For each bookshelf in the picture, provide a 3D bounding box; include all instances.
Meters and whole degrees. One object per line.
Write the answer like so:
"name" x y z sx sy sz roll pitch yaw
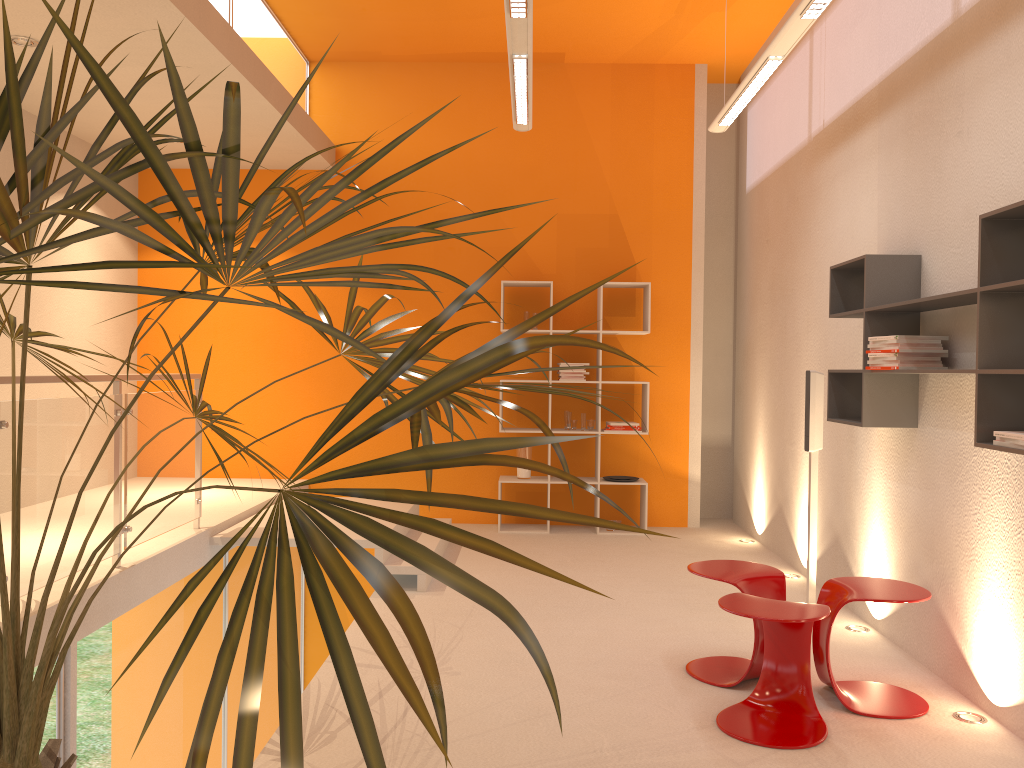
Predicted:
"bookshelf" 1.676 0.501 2.866 0.322 2.145 3.370 1 1 3
"bookshelf" 1.289 1.514 6.282 1.107 4.600 3.516 0 1 -41

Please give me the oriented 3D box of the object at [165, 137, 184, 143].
"object" -2.465 -1.806 6.492 0.143 0.059 0.143 0 1 -27

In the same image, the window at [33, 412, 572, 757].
"window" -1.132 0.949 4.199 0.908 1.393 6.719 1 1 21

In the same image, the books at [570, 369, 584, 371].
"books" 0.484 -0.116 7.161 0.190 0.011 0.268 1 1 3

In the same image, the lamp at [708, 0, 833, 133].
"lamp" 1.269 -2.075 3.993 0.120 1.052 3.195 1 1 1

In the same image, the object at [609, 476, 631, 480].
"object" 0.876 0.766 7.166 0.178 0.020 0.178 1 1 18

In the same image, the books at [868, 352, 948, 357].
"books" 1.705 -0.124 3.825 0.230 0.017 0.227 1 1 -9

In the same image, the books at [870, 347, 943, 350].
"books" 1.696 -0.151 3.826 0.190 0.011 0.268 1 1 -2

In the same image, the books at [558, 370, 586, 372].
"books" 0.483 -0.104 7.157 0.210 0.013 0.296 1 1 1

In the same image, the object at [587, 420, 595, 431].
"object" 1.337 2.110 3.427 0.190 3.502 7.694 1 1 -10

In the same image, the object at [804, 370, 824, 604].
"object" 1.647 0.582 4.897 0.116 1.317 0.111 1 1 -2

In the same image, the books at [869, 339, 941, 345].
"books" 1.692 -0.179 3.827 0.190 0.015 0.254 1 1 -2

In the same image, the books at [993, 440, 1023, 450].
"books" 1.685 0.197 2.810 0.190 0.015 0.254 1 1 2

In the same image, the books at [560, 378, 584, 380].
"books" 0.483 -0.044 7.162 0.190 0.011 0.268 1 1 3

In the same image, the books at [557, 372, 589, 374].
"books" 0.492 -0.089 7.160 0.230 0.017 0.227 1 1 -4

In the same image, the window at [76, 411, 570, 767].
"window" -1.119 2.521 5.749 0.993 4.599 4.234 1 1 33

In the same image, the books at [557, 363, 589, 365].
"books" 0.493 -0.160 7.159 0.230 0.017 0.227 1 1 -4

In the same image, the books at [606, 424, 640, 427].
"books" 0.887 0.333 7.115 0.254 0.015 0.190 1 1 3

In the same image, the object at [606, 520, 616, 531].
"object" 1.353 2.539 1.969 0.129 2.692 10.507 1 1 -6

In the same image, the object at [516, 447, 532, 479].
"object" 0.098 0.623 7.188 0.129 0.291 0.129 1 1 29

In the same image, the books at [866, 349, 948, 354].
"books" 1.696 -0.139 3.822 0.210 0.013 0.297 1 1 -4

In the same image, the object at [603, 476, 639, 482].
"object" 0.880 0.769 7.163 0.294 0.020 0.294 2 1 41

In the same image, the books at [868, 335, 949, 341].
"books" 1.706 -0.195 3.824 0.230 0.017 0.227 1 1 -9

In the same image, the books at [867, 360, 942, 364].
"books" 1.693 -0.093 3.836 0.190 0.015 0.254 1 1 -8

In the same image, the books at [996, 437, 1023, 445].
"books" 1.682 0.182 2.803 0.190 0.015 0.254 1 1 8

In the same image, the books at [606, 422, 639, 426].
"books" 0.883 0.317 7.101 0.227 0.017 0.230 1 1 -4

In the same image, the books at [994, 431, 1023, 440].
"books" 1.695 0.166 2.798 0.230 0.017 0.227 1 1 1

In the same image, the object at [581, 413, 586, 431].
"object" -1.033 2.571 3.804 0.870 4.604 7.392 1 1 32

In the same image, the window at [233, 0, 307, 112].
"window" -1.737 -2.330 6.468 0.006 0.660 1.860 1 1 1

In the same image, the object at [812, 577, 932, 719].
"object" 1.433 1.035 3.532 0.420 0.450 0.391 1 1 1

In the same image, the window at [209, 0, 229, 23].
"window" -1.777 -2.300 4.564 0.006 0.660 1.869 1 1 1

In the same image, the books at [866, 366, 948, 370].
"books" 1.695 -0.068 3.823 0.210 0.013 0.297 1 1 -4

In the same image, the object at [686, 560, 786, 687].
"object" 0.963 1.024 3.816 0.391 0.450 0.420 0 1 -29

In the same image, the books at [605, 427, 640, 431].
"books" 0.884 0.361 7.111 0.268 0.011 0.190 1 1 3

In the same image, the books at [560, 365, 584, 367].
"books" 0.480 -0.144 7.163 0.190 0.015 0.254 1 1 3

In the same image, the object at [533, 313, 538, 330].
"object" -0.923 2.160 3.956 0.351 5.384 6.779 1 1 21

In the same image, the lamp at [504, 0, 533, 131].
"lamp" 0.041 -2.092 4.019 0.120 1.052 3.195 1 1 1

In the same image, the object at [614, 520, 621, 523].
"object" 1.345 2.563 0.656 0.102 2.685 13.193 1 1 -4

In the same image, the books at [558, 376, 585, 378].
"books" 0.482 -0.058 7.172 0.190 0.015 0.254 1 1 -3

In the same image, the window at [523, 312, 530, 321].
"window" -1.157 2.166 2.982 0.481 5.399 8.922 1 1 13

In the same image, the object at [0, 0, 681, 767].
"object" -1.151 0.395 2.391 3.098 2.600 3.241 1 1 9

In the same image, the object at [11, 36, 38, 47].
"object" -2.506 -1.775 4.543 0.143 0.059 0.143 0 1 -27

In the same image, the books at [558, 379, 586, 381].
"books" 0.482 -0.032 7.159 0.210 0.013 0.296 1 1 1

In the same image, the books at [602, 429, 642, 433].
"books" 0.880 0.373 7.112 0.296 0.013 0.210 1 1 1

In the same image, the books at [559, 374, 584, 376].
"books" 0.479 -0.073 7.164 0.190 0.015 0.254 1 1 3

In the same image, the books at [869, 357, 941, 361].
"books" 1.691 -0.108 3.828 0.190 0.015 0.254 1 1 -2

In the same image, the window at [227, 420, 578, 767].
"window" -0.657 2.551 6.523 2.294 4.526 1.860 1 1 1

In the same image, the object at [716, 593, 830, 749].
"object" 0.962 1.033 3.266 0.391 0.450 0.420 1 1 31

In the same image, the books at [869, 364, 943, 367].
"books" 1.695 -0.080 3.827 0.190 0.011 0.268 1 1 -2

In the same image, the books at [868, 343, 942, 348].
"books" 1.694 -0.164 3.835 0.190 0.015 0.254 1 1 -8

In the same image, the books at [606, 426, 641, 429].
"books" 0.894 0.348 7.112 0.254 0.015 0.190 1 1 -3
